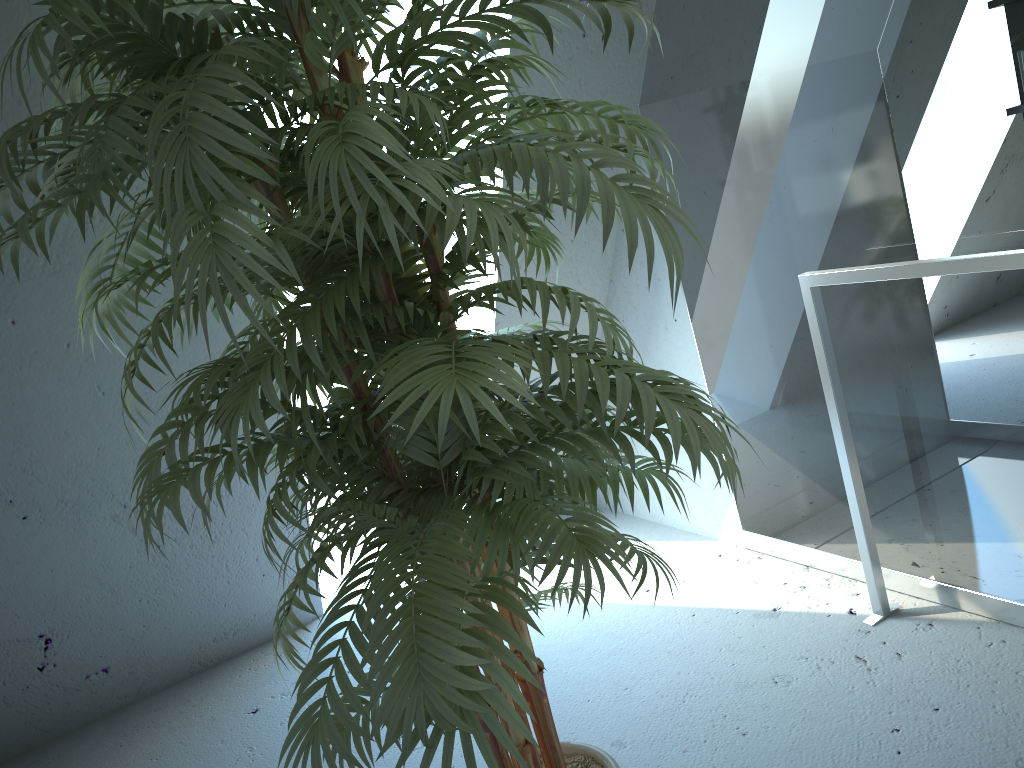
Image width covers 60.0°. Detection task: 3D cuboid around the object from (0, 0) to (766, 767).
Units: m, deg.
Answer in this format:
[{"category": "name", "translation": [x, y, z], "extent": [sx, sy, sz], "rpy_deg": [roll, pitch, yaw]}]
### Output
[{"category": "object", "translation": [-0.169, -0.050, 1.323], "extent": [1.020, 2.034, 0.980], "rpy_deg": [-12, 11, 23]}]

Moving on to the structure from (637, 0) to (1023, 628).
[{"category": "structure", "translation": [1.212, -0.599, 1.931], "extent": [1.184, 2.114, 1.835], "rpy_deg": [-21, 11, -25]}]
